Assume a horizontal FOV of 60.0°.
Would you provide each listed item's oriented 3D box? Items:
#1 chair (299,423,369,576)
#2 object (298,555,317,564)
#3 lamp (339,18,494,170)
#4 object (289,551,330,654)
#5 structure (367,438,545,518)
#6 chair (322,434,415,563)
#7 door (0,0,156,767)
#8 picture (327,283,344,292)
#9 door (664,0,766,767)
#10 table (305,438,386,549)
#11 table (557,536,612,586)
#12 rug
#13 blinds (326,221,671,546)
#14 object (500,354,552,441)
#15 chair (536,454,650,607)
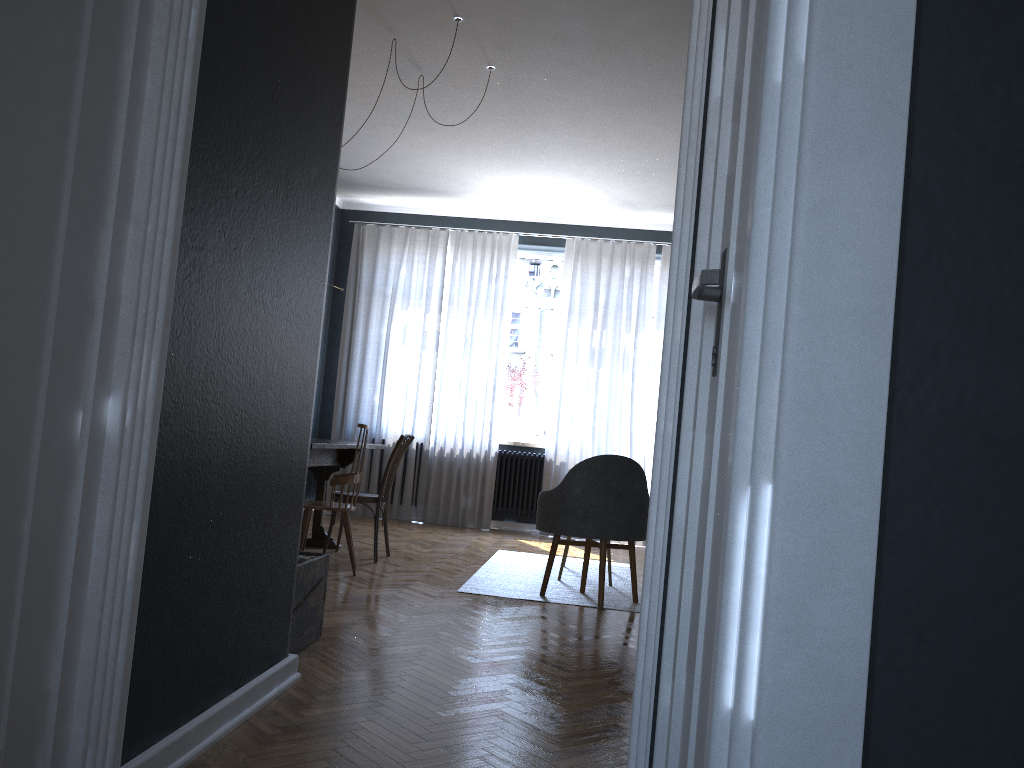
[{"bbox_3d":[-1.041,0.641,5.072,0.384,0.856,0.456,6,-3,-9],"label":"chair"},{"bbox_3d":[-0.937,0.710,3.198,0.370,0.246,0.533,5,-4,6],"label":"object"},{"bbox_3d":[-0.809,-1.125,5.285,1.590,1.573,0.583,3,-4,37],"label":"lamp"},{"bbox_3d":[-0.940,0.786,3.194,0.383,0.326,0.553,5,-4,6],"label":"object"},{"bbox_3d":[-0.473,0.890,8.375,1.846,0.600,0.216,5,-3,6],"label":"structure"},{"bbox_3d":[-0.924,0.708,5.715,0.467,0.819,0.363,5,-3,6],"label":"chair"},{"bbox_3d":[-0.829,-0.264,1.294,0.162,2.185,0.857,5,-3,6],"label":"door"},{"bbox_3d":[-1.903,-0.721,6.419,0.058,0.770,4.462,5,-4,6],"label":"picture"},{"bbox_3d":[0.344,-0.162,1.172,0.162,2.185,0.857,5,-3,6],"label":"door"},{"bbox_3d":[-1.546,0.678,5.436,1.126,0.727,1.606,5,-4,6],"label":"table"},{"bbox_3d":[0.506,0.986,5.813,0.339,0.549,0.788,5,-3,6],"label":"table"},{"bbox_3d":[0.297,1.232,5.683,1.003,0.013,2.013,5,-4,6],"label":"rug"},{"bbox_3d":[0.297,-0.004,8.289,3.992,2.786,0.312,5,-3,6],"label":"blinds"},{"bbox_3d":[0.045,0.137,8.395,0.514,0.809,0.599,6,-3,-20],"label":"object"},{"bbox_3d":[0.483,0.788,4.889,0.645,0.810,0.495,6,-3,-16],"label":"chair"}]
